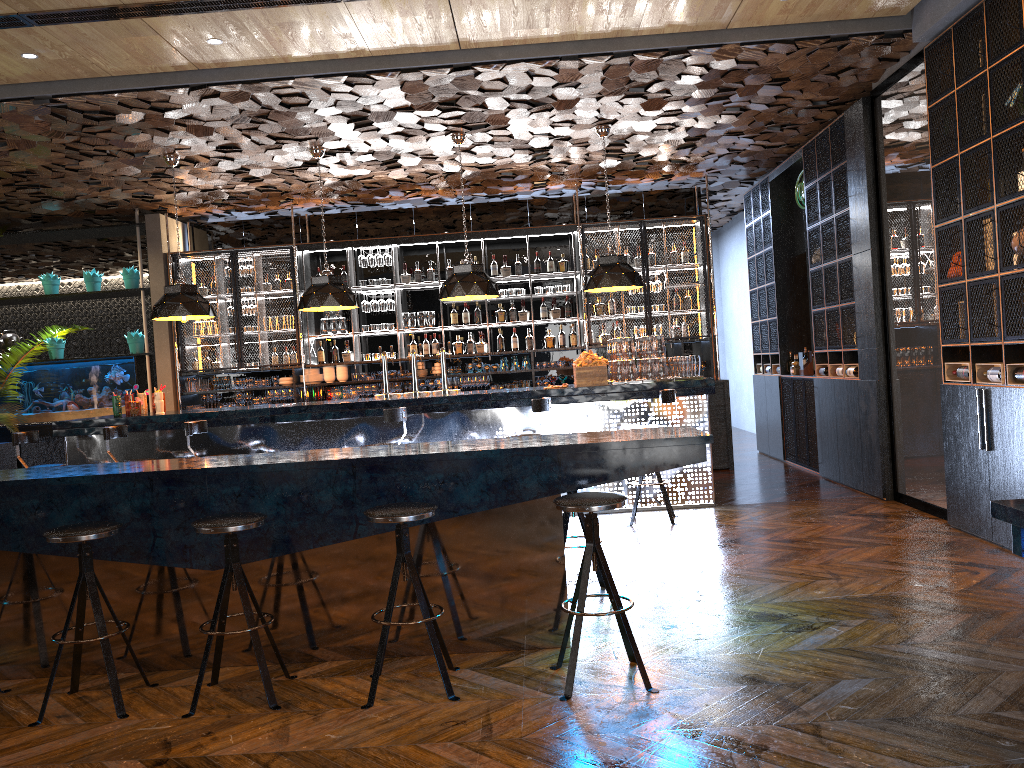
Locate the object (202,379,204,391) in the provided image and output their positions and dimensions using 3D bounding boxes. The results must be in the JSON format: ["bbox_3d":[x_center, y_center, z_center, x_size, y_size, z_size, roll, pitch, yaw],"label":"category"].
[{"bbox_3d":[-3.904,0.016,11.155,0.058,0.152,0.051,-4,1,6],"label":"object"}]

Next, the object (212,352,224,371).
[{"bbox_3d":[-3.744,-0.281,11.292,0.108,0.244,0.108,-4,1,15],"label":"object"}]

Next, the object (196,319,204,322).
[{"bbox_3d":[-3.978,-0.883,11.288,0.092,0.182,0.092,-4,1,-3],"label":"object"}]

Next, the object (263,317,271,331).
[{"bbox_3d":[-3.101,-0.758,11.222,0.092,0.182,0.092,-4,1,-3],"label":"object"}]

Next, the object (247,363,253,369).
[{"bbox_3d":[-3.340,-0.226,11.315,0.077,0.080,0.077,-5,1,-33],"label":"object"}]

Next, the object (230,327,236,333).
[{"bbox_3d":[-3.554,-0.678,11.293,0.077,0.080,0.077,-4,1,13],"label":"object"}]

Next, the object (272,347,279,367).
[{"bbox_3d":[-3.015,-0.338,11.289,0.075,0.261,0.075,-5,2,-40],"label":"object"}]

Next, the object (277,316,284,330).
[{"bbox_3d":[-2.934,-0.769,11.241,0.092,0.182,0.092,-4,1,-3],"label":"object"}]

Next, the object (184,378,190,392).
[{"bbox_3d":[-4.072,0.016,11.108,0.067,0.174,0.067,-4,1,10],"label":"object"}]

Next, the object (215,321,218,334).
[{"bbox_3d":[-3.821,-0.712,11.375,0.092,0.182,0.092,-4,1,-3],"label":"object"}]

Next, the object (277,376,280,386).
[{"bbox_3d":[-3.005,-0.036,11.328,0.074,0.131,0.074,-4,1,14],"label":"object"}]

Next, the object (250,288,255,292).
[{"bbox_3d":[-3.323,-1.192,11.369,0.077,0.080,0.077,-3,1,37],"label":"object"}]

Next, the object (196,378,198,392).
[{"bbox_3d":[-3.998,0.010,11.194,0.067,0.174,0.067,-3,1,27],"label":"object"}]

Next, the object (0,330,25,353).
[{"bbox_3d":[-6.423,-0.547,11.358,0.278,0.292,0.290,-3,2,38],"label":"object"}]

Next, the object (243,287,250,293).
[{"bbox_3d":[-3.355,-1.187,11.209,0.077,0.080,0.077,-3,1,37],"label":"object"}]

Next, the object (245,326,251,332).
[{"bbox_3d":[-3.332,-0.690,11.196,0.077,0.080,0.077,-4,1,-3],"label":"object"}]

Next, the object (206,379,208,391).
[{"bbox_3d":[-3.894,0.012,11.275,0.051,0.152,0.058,-3,1,28],"label":"object"}]

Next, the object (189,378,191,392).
[{"bbox_3d":[-4.068,0.015,11.183,0.067,0.174,0.067,-3,2,42],"label":"object"}]

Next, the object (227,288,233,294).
[{"bbox_3d":[-3.583,-1.173,11.279,0.077,0.080,0.077,-4,1,-8],"label":"object"}]

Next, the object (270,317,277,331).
[{"bbox_3d":[-3.043,-0.764,11.321,0.092,0.182,0.092,-4,1,-3],"label":"object"}]

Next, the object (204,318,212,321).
[{"bbox_3d":[-3.876,-0.890,11.293,0.092,0.182,0.092,-4,1,-3],"label":"object"}]

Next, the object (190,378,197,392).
[{"bbox_3d":[-3.992,0.011,11.117,0.067,0.174,0.067,-3,2,41],"label":"object"}]

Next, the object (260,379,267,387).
[{"bbox_3d":[-3.096,-0.008,11.061,0.078,0.099,0.078,-5,1,-31],"label":"object"}]

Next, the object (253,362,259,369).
[{"bbox_3d":[-3.249,-0.231,11.257,0.077,0.080,0.077,-4,1,-10],"label":"object"}]

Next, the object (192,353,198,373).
[{"bbox_3d":[-4.048,-0.269,11.318,0.075,0.261,0.075,-5,2,-40],"label":"object"}]

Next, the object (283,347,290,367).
[{"bbox_3d":[-2.877,-0.349,11.307,0.075,0.260,0.075,-5,2,-40],"label":"object"}]

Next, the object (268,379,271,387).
[{"bbox_3d":[-3.117,-0.012,11.329,0.078,0.099,0.078,-5,1,-31],"label":"object"}]

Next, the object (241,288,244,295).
[{"bbox_3d":[-3.432,-1.185,11.362,0.077,0.080,0.077,-5,1,-33],"label":"object"}]

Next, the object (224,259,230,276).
[{"bbox_3d":[-3.588,-1.469,11.194,0.081,0.213,0.081,-4,1,7],"label":"object"}]

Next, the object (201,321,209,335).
[{"bbox_3d":[-3.912,-0.705,11.291,0.092,0.182,0.092,-4,1,-3],"label":"object"}]

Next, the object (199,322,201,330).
[{"bbox_3d":[-4.023,-0.699,11.396,0.092,0.182,0.092,-4,1,-3],"label":"object"}]

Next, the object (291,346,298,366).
[{"bbox_3d":[-2.775,-0.355,11.283,0.075,0.260,0.075,-5,2,-40],"label":"object"}]

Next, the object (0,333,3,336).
[{"bbox_3d":[-6.770,-0.447,11.461,0.378,0.398,0.232,-3,1,32],"label":"object"}]

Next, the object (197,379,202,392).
[{"bbox_3d":[-3.910,0.017,11.096,0.051,0.152,0.058,-4,1,7],"label":"object"}]

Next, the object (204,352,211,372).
[{"bbox_3d":[-3.882,-0.281,11.286,0.075,0.260,0.075,-3,1,35],"label":"object"}]

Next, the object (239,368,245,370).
[{"bbox_3d":[-3.419,-0.219,11.231,0.077,0.080,0.077,-4,1,-13],"label":"object"}]

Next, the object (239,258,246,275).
[{"bbox_3d":[-3.406,-1.481,11.189,0.081,0.213,0.081,-4,1,7],"label":"object"}]

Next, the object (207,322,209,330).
[{"bbox_3d":[-3.916,-0.706,11.387,0.092,0.182,0.092,-4,1,-3],"label":"object"}]

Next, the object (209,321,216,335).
[{"bbox_3d":[-3.812,-0.711,11.278,0.092,0.182,0.092,-4,1,-3],"label":"object"}]

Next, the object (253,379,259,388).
[{"bbox_3d":[-3.195,-0.003,11.071,0.078,0.103,0.078,-3,2,44],"label":"object"}]

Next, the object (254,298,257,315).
[{"bbox_3d":[-3.278,-0.991,11.340,0.081,0.213,0.081,-4,1,7],"label":"object"}]

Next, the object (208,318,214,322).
[{"bbox_3d":[-3.878,-0.891,11.373,0.092,0.182,0.092,-4,1,-3],"label":"object"}]

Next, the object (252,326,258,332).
[{"bbox_3d":[-3.287,-0.697,11.352,0.077,0.080,0.077,-4,1,-3],"label":"object"}]

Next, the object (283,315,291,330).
[{"bbox_3d":[-2.840,-0.775,11.218,0.092,0.182,0.092,-4,1,-3],"label":"object"}]

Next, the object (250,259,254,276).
[{"bbox_3d":[-3.312,-1.490,11.330,0.081,0.213,0.081,-4,1,7],"label":"object"}]

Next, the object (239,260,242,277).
[{"bbox_3d":[-3.488,-1.478,11.335,0.081,0.213,0.081,-4,1,7],"label":"object"}]

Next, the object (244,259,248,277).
[{"bbox_3d":[-3.402,-1.484,11.333,0.081,0.213,0.081,-4,1,7],"label":"object"}]

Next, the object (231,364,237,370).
[{"bbox_3d":[-3.523,-0.213,11.246,0.077,0.080,0.077,-3,2,41],"label":"object"}]

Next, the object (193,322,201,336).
[{"bbox_3d":[-4.016,-0.698,11.294,0.092,0.182,0.092,-4,1,-3],"label":"object"}]

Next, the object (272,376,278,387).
[{"bbox_3d":[-2.980,-0.034,11.150,0.074,0.131,0.074,-4,1,14],"label":"object"}]

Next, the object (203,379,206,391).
[{"bbox_3d":[-3.898,0.014,11.216,0.058,0.152,0.051,-5,1,-37],"label":"object"}]

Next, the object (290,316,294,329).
[{"bbox_3d":[-2.827,-0.778,11.312,0.092,0.182,0.092,-4,1,-3],"label":"object"}]

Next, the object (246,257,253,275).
[{"bbox_3d":[-3.315,-1.487,11.186,0.081,0.213,0.081,-4,1,7],"label":"object"}]

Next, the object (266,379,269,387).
[{"bbox_3d":[-3.123,-0.010,11.245,0.078,0.099,0.078,-5,1,-31],"label":"object"}]
